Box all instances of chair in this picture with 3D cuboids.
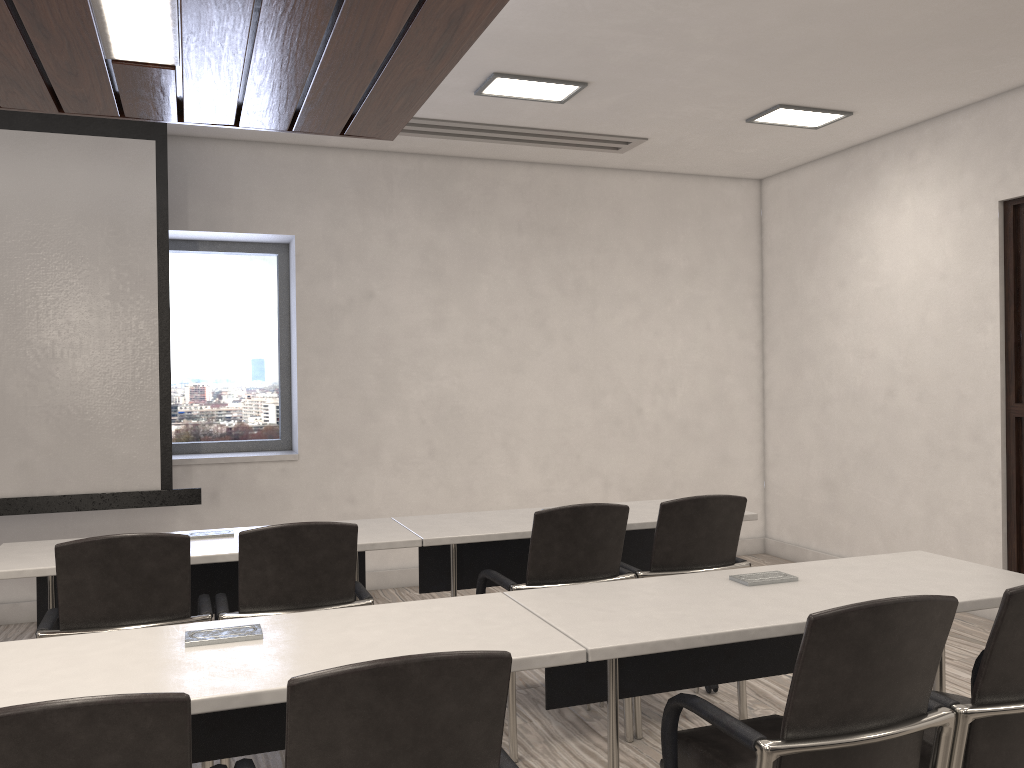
[{"bbox_3d":[-0.755,0.918,1.548,0.513,0.939,0.638,-1,0,-20],"label":"chair"},{"bbox_3d":[0.644,0.889,3.653,0.513,0.939,0.638,-1,0,-19],"label":"chair"},{"bbox_3d":[-1.270,0.918,2.953,0.513,0.939,0.638,-1,0,-21],"label":"chair"},{"bbox_3d":[-0.269,0.910,1.733,0.513,0.939,0.638,-1,0,-20],"label":"chair"},{"bbox_3d":[0.159,0.896,3.463,0.513,0.939,0.638,-1,0,-21],"label":"chair"},{"bbox_3d":[1.149,0.889,2.244,0.513,0.939,0.638,-1,0,-20],"label":"chair"},{"bbox_3d":[-0.774,0.911,3.127,0.513,0.939,0.638,-1,0,-20],"label":"chair"},{"bbox_3d":[0.664,0.896,2.067,0.513,0.939,0.638,-1,0,-20],"label":"chair"}]

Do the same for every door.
[{"bbox_3d":[3.191,0.143,3.872,0.200,2.323,2.329,-1,0,-20],"label":"door"}]

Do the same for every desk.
[{"bbox_3d":[-1.145,0.987,3.396,1.509,0.795,0.577,-1,0,-20],"label":"desk"},{"bbox_3d":[0.278,0.965,3.911,1.509,0.795,0.577,-1,0,-20],"label":"desk"},{"bbox_3d":[0.787,0.964,2.503,1.509,0.795,0.577,-1,0,-20],"label":"desk"},{"bbox_3d":[-0.636,0.986,1.988,1.509,0.795,0.577,-1,0,-20],"label":"desk"}]

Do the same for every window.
[{"bbox_3d":[-4.820,-0.204,4.974,6.968,1.419,0.118,-1,0,-20],"label":"window"}]

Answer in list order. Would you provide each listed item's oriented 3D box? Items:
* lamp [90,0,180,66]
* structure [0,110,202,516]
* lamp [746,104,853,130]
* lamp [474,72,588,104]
[{"bbox_3d":[-6.664,-1.284,1.967,12.001,0.552,1.499,-1,0,-3],"label":"lamp"},{"bbox_3d":[-3.422,-0.467,4.353,3.550,2.329,0.438,-1,0,-20],"label":"structure"},{"bbox_3d":[1.705,-1.638,5.275,0.519,0.120,0.324,-1,0,-20],"label":"lamp"},{"bbox_3d":[0.095,-1.613,4.693,0.519,0.120,0.324,-1,0,-20],"label":"lamp"}]
